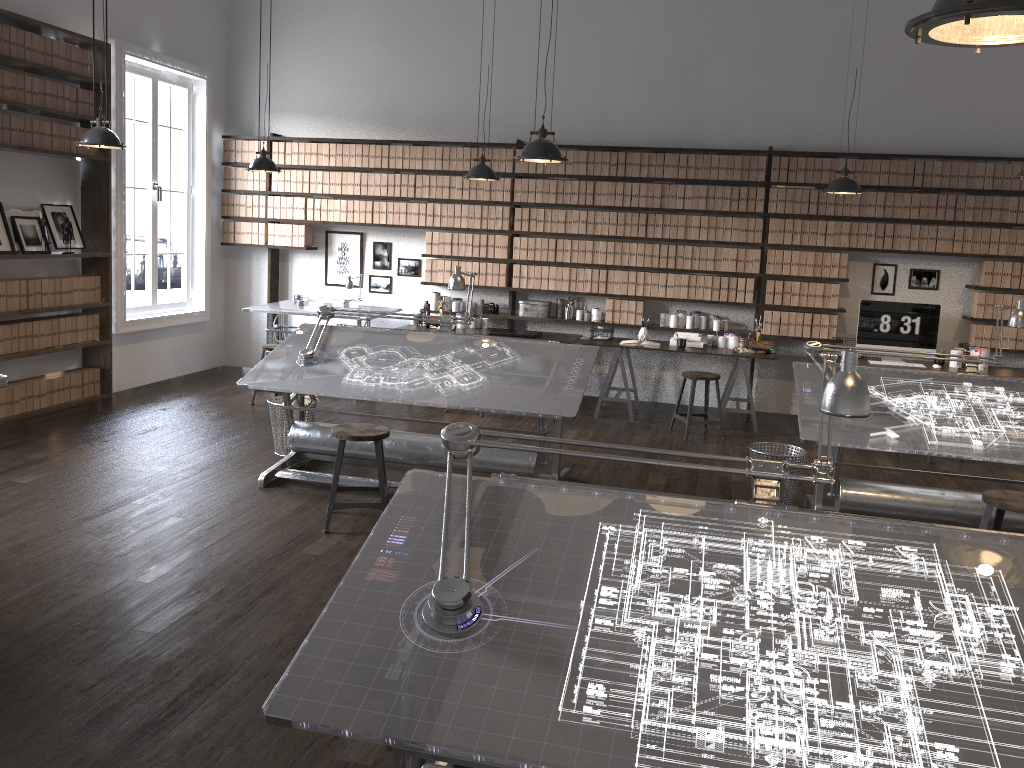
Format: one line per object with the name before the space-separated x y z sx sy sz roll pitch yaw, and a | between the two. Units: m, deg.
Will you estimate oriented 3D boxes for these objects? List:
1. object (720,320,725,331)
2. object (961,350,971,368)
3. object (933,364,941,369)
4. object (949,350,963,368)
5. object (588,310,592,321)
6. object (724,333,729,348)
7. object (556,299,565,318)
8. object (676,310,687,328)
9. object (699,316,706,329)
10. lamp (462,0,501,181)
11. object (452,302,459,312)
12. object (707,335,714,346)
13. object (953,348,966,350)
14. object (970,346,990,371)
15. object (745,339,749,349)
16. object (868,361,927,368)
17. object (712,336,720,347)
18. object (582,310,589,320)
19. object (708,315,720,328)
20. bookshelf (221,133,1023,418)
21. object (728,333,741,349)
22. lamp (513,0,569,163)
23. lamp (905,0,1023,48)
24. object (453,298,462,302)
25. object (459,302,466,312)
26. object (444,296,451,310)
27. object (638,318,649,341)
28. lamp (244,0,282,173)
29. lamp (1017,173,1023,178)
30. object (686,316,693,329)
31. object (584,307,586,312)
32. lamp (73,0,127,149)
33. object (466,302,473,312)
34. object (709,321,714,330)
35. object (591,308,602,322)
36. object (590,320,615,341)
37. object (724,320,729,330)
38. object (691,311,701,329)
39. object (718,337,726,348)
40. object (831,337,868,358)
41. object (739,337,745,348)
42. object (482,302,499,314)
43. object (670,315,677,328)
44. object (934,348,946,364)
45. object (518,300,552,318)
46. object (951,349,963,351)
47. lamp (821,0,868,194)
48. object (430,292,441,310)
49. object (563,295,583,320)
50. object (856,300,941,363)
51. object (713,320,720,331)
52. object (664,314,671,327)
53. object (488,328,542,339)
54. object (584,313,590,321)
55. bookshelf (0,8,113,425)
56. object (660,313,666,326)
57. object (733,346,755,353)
object | 1.939 -0.543 8.213 0.063 0.094 0.063 -5 11 -45
object | 3.845 -0.210 7.498 0.068 0.154 0.069 2 8 -11
object | 3.537 -0.148 7.377 0.059 0.028 0.107 4 10 9
object | 3.752 -0.211 7.480 0.095 0.143 0.095 9 10 39
object | 0.757 -0.657 8.528 0.045 0.100 0.044 5 8 15
object | 1.979 -0.399 8.078 0.095 0.127 0.094 4 8 9
object | 0.471 -0.738 8.674 0.079 0.187 0.079 2 7 -8
object | 1.591 -0.609 8.336 0.095 0.161 0.094 4 8 9
object | 1.781 -0.572 8.273 0.062 0.118 0.062 0 8 -19
lamp | -0.192 -2.771 7.060 0.310 2.238 0.315 2 7 -7
object | -0.559 -0.764 8.762 0.062 0.094 0.062 3 8 -1
object | 1.819 -0.400 8.114 0.062 0.094 0.062 -3 10 -36
object | 3.862 -0.236 7.658 0.095 0.143 0.095 7 9 30
object | 3.911 -0.211 7.412 0.144 0.195 0.146 1 8 -15
object | 2.095 -0.354 7.970 0.060 0.088 0.060 5 8 17
object | 3.232 -0.166 7.434 0.439 0.017 0.119 4 10 8
object | 1.853 -0.389 8.058 0.063 0.093 0.063 -3 10 -36
object | 0.709 -0.665 8.561 0.062 0.093 0.063 -1 9 -25
object | 1.899 -0.579 8.330 0.094 0.129 0.095 3 8 0
bookshelf | 1.449 -0.642 8.424 9.184 3.188 0.375 5 7 13
object | 2.001 -0.384 7.963 0.105 0.141 0.104 6 9 20
lamp | 0.220 -2.368 4.865 0.312 2.238 0.314 7 8 33
lamp | 0.924 -1.738 1.441 0.310 2.238 0.315 2 7 -7
object | -0.546 -0.795 8.871 0.095 0.127 0.094 10 11 43
object | -0.489 -0.760 8.761 0.062 0.093 0.063 3 8 -1
object | -0.648 -0.808 8.854 0.070 0.129 0.070 -3 10 -39
object | 1.227 -0.505 8.237 0.101 0.208 0.102 -2 9 -32
lamp | -2.085 -2.941 7.491 0.310 2.238 0.315 2 7 -7
lamp | 2.751 -2.139 4.283 0.312 2.238 0.313 8 9 37
object | 1.650 -0.572 8.232 0.062 0.118 0.062 0 8 -19
object | 0.707 -0.676 8.486 0.041 0.124 0.008 3 7 2
lamp | -2.563 -2.620 5.505 0.310 2.238 0.315 2 7 -7
object | -0.422 -0.758 8.768 0.062 0.094 0.062 3 8 -1
object | 1.864 -0.544 8.254 0.054 0.081 0.054 3 8 3
object | 0.808 -0.659 8.480 0.095 0.127 0.094 6 8 19
object | 0.837 -0.495 8.203 0.204 0.160 0.286 5 9 13
object | 1.987 -0.550 8.264 0.062 0.095 0.062 -5 11 -45
object | 1.719 -0.599 8.318 0.094 0.161 0.206 5 9 14
object | 1.897 -0.377 8.003 0.062 0.094 0.062 -1 9 -27
object | 2.974 -0.318 7.805 0.284 0.160 0.205 4 9 5
object | 2.056 -0.358 7.912 0.050 0.111 0.049 5 8 16
object | -0.213 -0.745 8.706 0.171 0.108 0.091 5 8 13
object | 1.509 -0.584 8.261 0.062 0.118 0.062 -1 9 -27
object | 3.701 -0.241 7.652 0.096 0.141 0.092 2 8 -8
object | 0.223 -0.733 8.643 0.317 0.151 0.194 5 9 12
object | 3.802 -0.224 7.575 0.097 0.142 0.096 7 9 30
lamp | 2.514 -2.526 6.437 0.312 2.238 0.313 8 9 37
object | -0.765 -0.823 8.803 0.107 0.176 0.108 5 8 15
object | 0.594 -0.760 8.561 0.181 0.270 0.157 3 8 -3
object | 3.318 -0.451 7.645 0.644 0.515 0.205 5 8 13
object | 1.888 -0.539 8.170 0.062 0.095 0.062 -5 11 -45
object | 1.465 -0.595 8.316 0.063 0.117 0.063 -3 9 -36
object | 0.034 -0.467 8.179 0.446 0.033 0.314 5 10 13
object | 0.747 -0.655 8.535 0.062 0.093 0.182 7 10 26
bookshelf | -3.934 -0.837 6.485 0.413 3.699 2.488 4 8 13
object | 1.431 -0.607 8.373 0.062 0.118 0.062 -3 9 -36
object | 2.037 -0.302 7.767 0.197 0.050 0.133 0 10 -16
